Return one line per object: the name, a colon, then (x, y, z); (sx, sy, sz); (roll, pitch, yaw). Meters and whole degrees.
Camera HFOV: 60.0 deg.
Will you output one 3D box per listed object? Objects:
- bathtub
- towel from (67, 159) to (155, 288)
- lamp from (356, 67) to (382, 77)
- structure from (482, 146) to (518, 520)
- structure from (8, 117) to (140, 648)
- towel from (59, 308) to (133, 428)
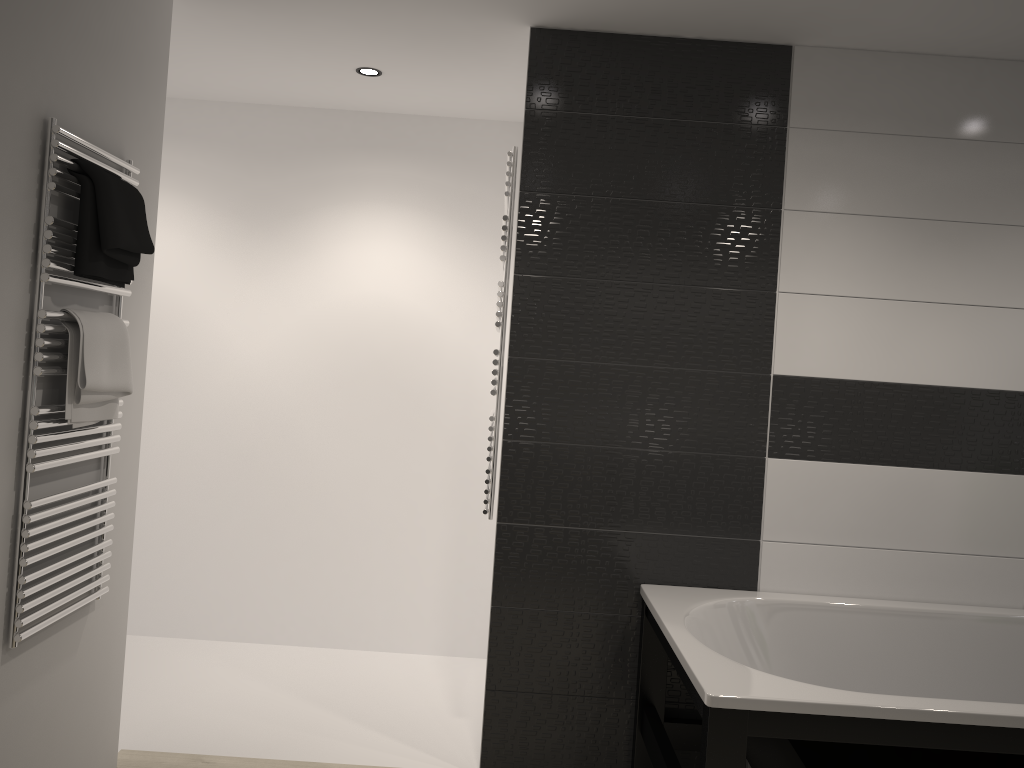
bathtub: (1.494, 1.091, 2.472); (2.179, 0.676, 1.008); (4, 1, 0)
towel: (-1.081, -0.422, 2.396); (0.141, 0.309, 0.300); (4, 0, -3)
lamp: (-0.581, -1.268, 3.603); (0.105, 0.004, 0.105); (4, 1, 15)
structure: (-0.043, -0.183, 3.280); (0.039, 1.292, 0.472); (4, 0, 0)
structure: (-1.159, -0.010, 2.379); (0.039, 1.292, 0.472); (4, 0, 0)
towel: (-1.118, -0.042, 2.382); (0.098, 0.309, 0.303); (4, 0, 1)
